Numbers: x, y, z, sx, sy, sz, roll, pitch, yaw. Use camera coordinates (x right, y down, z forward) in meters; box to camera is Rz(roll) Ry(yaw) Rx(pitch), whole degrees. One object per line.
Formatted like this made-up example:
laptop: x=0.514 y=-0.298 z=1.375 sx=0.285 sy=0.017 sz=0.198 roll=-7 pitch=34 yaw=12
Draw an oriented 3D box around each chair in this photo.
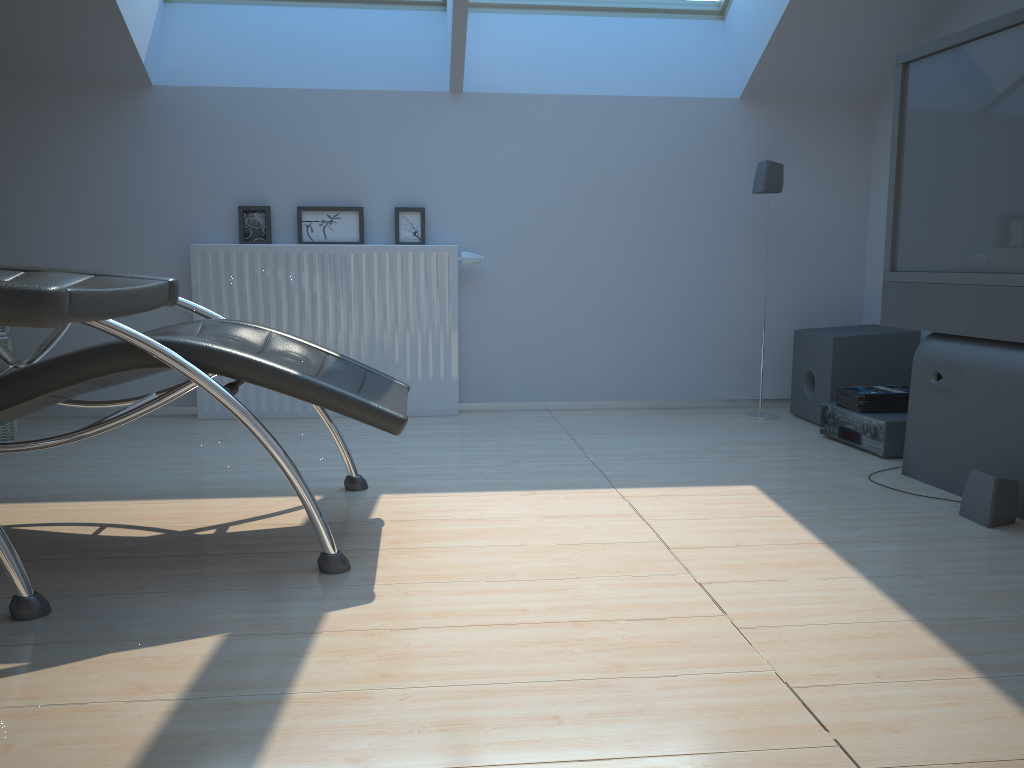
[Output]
chair: x=-1.247 y=-0.224 z=2.310 sx=1.938 sy=1.251 sz=0.836 roll=-1 pitch=8 yaw=-6
chair: x=-1.653 y=0.062 z=1.318 sx=2.114 sy=0.953 sz=0.836 roll=-1 pitch=8 yaw=-6

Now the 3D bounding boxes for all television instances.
television: x=1.655 y=-0.327 z=2.410 sx=0.400 sy=1.446 sz=1.686 roll=-1 pitch=8 yaw=-11

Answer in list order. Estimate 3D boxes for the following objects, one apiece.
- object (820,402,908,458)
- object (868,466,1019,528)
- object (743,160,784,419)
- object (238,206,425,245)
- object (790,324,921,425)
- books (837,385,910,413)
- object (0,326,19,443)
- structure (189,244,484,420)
object: x=1.500 y=0.172 z=3.527 sx=0.358 sy=0.138 sz=0.450 roll=-1 pitch=8 yaw=-11
object: x=1.425 y=0.249 z=3.003 sx=0.394 sy=0.141 sz=1.163 roll=3 pitch=9 yaw=23
object: x=1.177 y=-0.430 z=4.124 sx=0.158 sy=1.181 sz=0.160 roll=-1 pitch=8 yaw=-6
object: x=-0.826 y=-0.728 z=4.099 sx=0.846 sy=0.180 sz=0.030 roll=-1 pitch=8 yaw=-6
object: x=1.550 y=-0.046 z=4.040 sx=0.401 sy=0.424 sz=0.400 roll=-1 pitch=8 yaw=-6
books: x=-0.013 y=0.355 z=1.908 sx=4.790 sy=0.222 sz=1.045 roll=-6 pitch=10 yaw=-38
object: x=-2.456 y=0.008 z=3.325 sx=0.744 sy=0.518 sz=0.745 roll=4 pitch=9 yaw=24
structure: x=-0.791 y=-0.245 z=4.142 sx=1.324 sy=0.800 sz=0.120 roll=-1 pitch=8 yaw=-6
